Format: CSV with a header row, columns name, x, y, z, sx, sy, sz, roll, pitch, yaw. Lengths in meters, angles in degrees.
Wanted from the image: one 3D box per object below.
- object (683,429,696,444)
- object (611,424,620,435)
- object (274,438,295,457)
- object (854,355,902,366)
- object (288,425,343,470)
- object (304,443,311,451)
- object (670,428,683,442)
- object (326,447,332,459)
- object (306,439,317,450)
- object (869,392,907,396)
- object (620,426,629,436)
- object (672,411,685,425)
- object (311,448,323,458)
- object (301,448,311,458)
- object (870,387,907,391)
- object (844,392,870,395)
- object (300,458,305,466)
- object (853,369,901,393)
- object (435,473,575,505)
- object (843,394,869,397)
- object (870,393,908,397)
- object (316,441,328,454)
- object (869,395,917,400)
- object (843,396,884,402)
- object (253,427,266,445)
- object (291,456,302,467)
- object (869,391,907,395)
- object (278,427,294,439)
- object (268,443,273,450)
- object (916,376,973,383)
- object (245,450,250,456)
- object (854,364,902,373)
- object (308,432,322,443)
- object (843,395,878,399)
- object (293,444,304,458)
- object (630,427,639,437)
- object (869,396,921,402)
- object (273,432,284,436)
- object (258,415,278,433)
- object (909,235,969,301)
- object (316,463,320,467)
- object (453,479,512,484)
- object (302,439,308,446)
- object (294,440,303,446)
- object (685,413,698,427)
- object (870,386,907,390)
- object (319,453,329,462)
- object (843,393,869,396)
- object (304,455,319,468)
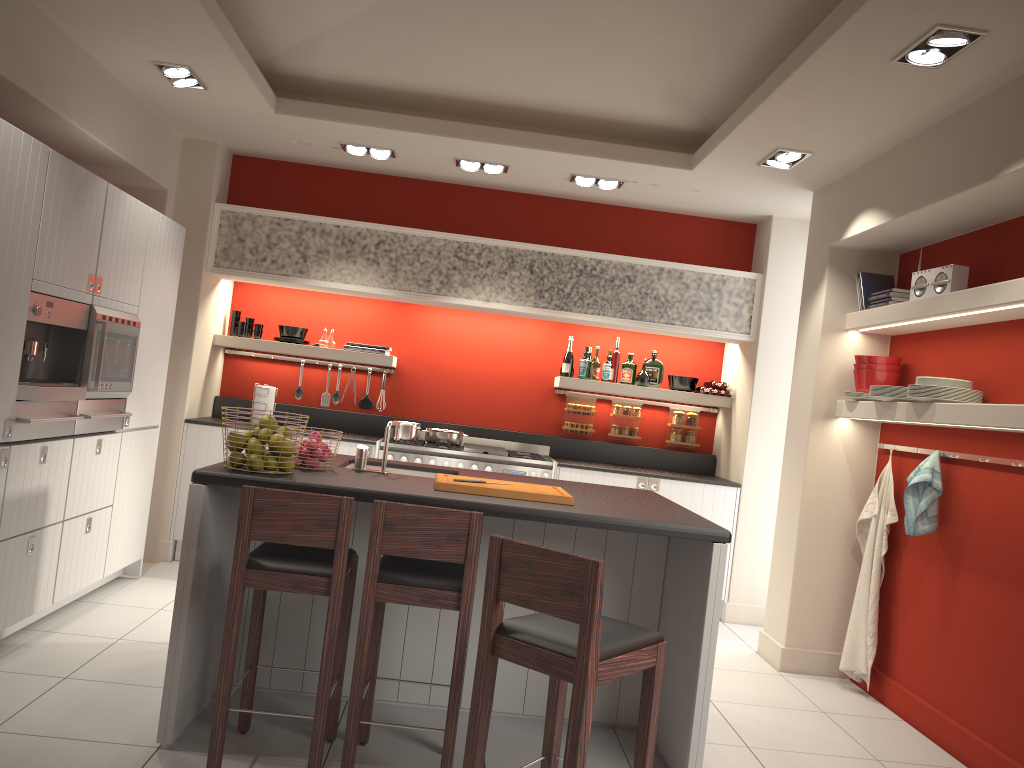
name,x,y,z,sx,sy,sz,roll,pitch,yaw
object,1.443,0.429,7.207,0.093,0.120,0.094,7,-1,18
object,0.836,0.372,7.178,0.068,0.088,0.068,7,-1,18
object,-0.905,0.255,3.525,0.082,0.082,0.082,8,-1,-36
object,2.127,-0.091,5.171,0.260,0.161,0.260,8,-1,-36
object,-0.869,0.278,3.858,0.247,0.168,0.248,7,-1,-15
object,-0.874,0.269,3.815,0.041,0.039,0.041,7,-1,13
object,1.337,0.416,7.201,0.093,0.120,0.094,7,-1,18
object,-0.823,0.305,3.912,0.055,0.056,0.055,7,-1,6
object,-0.854,0.258,3.779,0.048,0.046,0.048,6,-1,43
object,2.101,0.074,4.767,0.339,0.020,0.339,7,-1,-4
object,0.913,0.381,7.182,0.068,0.088,0.068,7,-1,18
object,1.353,0.281,7.205,0.093,0.120,0.094,7,-1,18
object,-0.835,0.295,3.791,0.048,0.046,0.048,8,-2,-44
object,-0.879,0.293,3.780,0.040,0.041,0.041,6,-1,34
object,2.104,0.049,4.768,0.339,0.020,0.339,7,-1,-4
object,2.113,0.076,5.173,0.339,0.020,0.339,7,-1,0
object,-0.909,0.332,3.846,0.050,0.049,0.049,8,-1,-37
object,2.122,0.004,5.175,0.260,0.146,0.260,7,-1,1
object,-0.044,0.443,3.768,0.570,0.033,0.372,7,-1,-5
object,2.111,0.089,5.173,0.339,0.020,0.339,7,-1,0
object,2.100,0.081,4.767,0.339,0.020,0.339,7,-1,-4
object,-0.821,0.275,3.836,0.051,0.055,0.056,7,-1,11
object,2.099,0.087,4.767,0.339,0.020,0.339,7,-1,-4
object,2.110,0.102,5.173,0.339,0.020,0.339,7,-1,0
object,-1.013,0.209,3.585,0.078,0.076,0.071,8,-1,-34
object,-0.925,0.330,3.804,0.050,0.049,0.049,8,-1,-37
object,2.101,0.068,4.768,0.339,0.020,0.339,7,-1,-4
object,-0.922,0.204,3.607,0.067,0.064,0.067,7,-1,-2
object,-0.963,0.247,3.616,0.067,0.064,0.066,7,-1,1
object,2.145,-0.014,4.404,0.255,0.015,0.255,7,-1,-22
object,-1.043,0.264,3.572,0.064,0.060,0.064,7,-1,-8
object,2.124,-0.040,5.175,0.260,0.159,0.260,7,-1,-22
object,-0.854,0.234,3.842,0.056,0.058,0.056,6,-1,42
object,2.111,0.095,5.173,0.339,0.020,0.339,7,-1,0
object,-0.911,0.288,3.808,0.059,0.059,0.060,7,-1,9
object,0.991,0.391,7.186,0.068,0.088,0.068,7,-1,18
object,2.098,0.094,4.767,0.339,0.020,0.339,7,-1,-4
object,-0.941,0.218,3.553,0.056,0.054,0.057,8,-1,-32
object,-0.976,0.162,3.544,0.078,0.080,0.078,7,-1,-3
object,2.196,-0.605,4.553,0.097,0.369,0.342,7,-1,-8
object,-0.858,0.345,3.864,0.040,0.039,0.039,8,-2,-44
object,-0.116,0.412,3.741,0.302,0.010,0.035,7,-1,-33
object,-0.892,0.261,3.865,0.041,0.044,0.045,8,-1,-33
object,-0.933,0.268,3.846,0.049,0.049,0.048,7,-1,4
object,1.459,0.294,7.210,0.093,0.120,0.094,7,-1,18
object,2.105,0.042,4.768,0.339,0.020,0.339,7,-1,-4
object,-0.820,0.318,3.853,0.046,0.043,0.046,6,-1,37
object,2.112,0.082,5.173,0.339,0.020,0.339,7,-1,0
object,-0.863,0.332,3.812,0.062,0.057,0.061,7,-1,-3
